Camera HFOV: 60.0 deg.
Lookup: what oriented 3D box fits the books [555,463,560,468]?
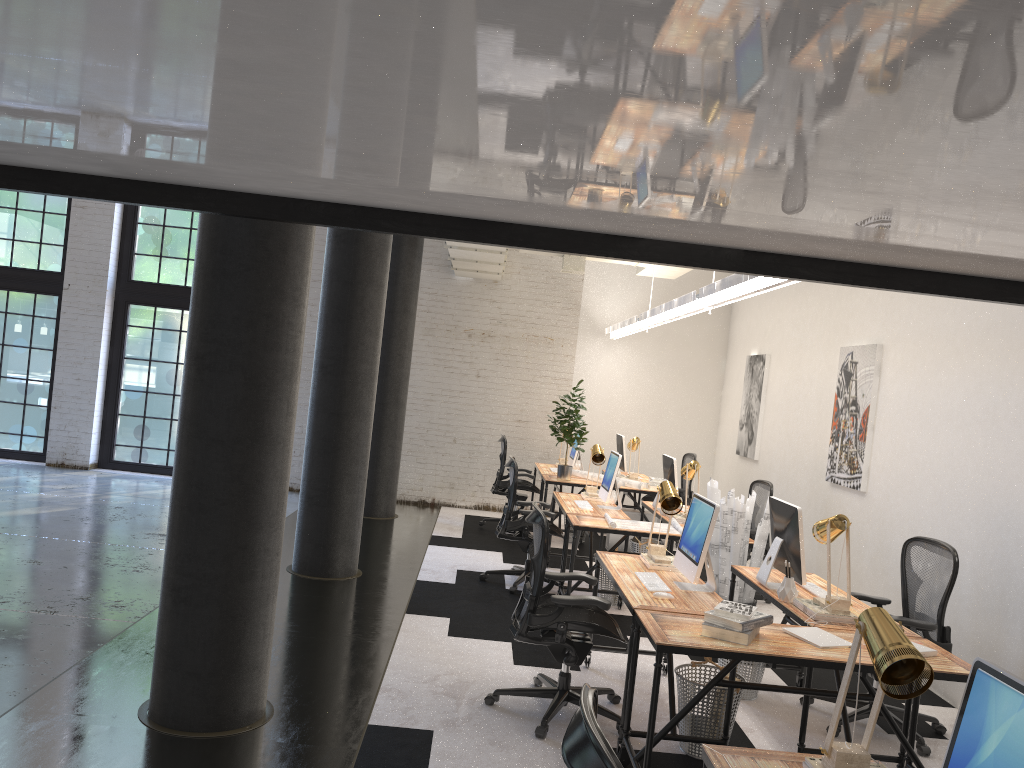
[{"bbox_3d":[0.654,1.001,10.822,0.225,0.038,0.308,6,0,-2],"label":"books"}]

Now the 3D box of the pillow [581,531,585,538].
[{"bbox_3d":[0.801,1.562,9.950,0.119,0.406,0.239,6,1,-1],"label":"pillow"}]

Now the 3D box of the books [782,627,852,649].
[{"bbox_3d":[1.353,1.119,3.913,0.205,0.019,0.243,6,0,-24],"label":"books"}]

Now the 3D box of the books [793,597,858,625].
[{"bbox_3d":[1.563,1.129,4.422,0.225,0.038,0.308,6,0,-2],"label":"books"}]

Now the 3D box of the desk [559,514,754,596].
[{"bbox_3d":[1.088,1.459,6.764,1.401,0.725,0.529,6,1,-2],"label":"desk"}]

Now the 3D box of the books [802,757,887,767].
[{"bbox_3d":[0.921,1.062,2.310,0.225,0.038,0.308,6,0,-2],"label":"books"}]

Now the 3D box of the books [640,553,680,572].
[{"bbox_3d":[0.893,1.056,5.249,0.225,0.038,0.308,6,0,-2],"label":"books"}]

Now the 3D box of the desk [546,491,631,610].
[{"bbox_3d":[0.631,1.408,7.725,0.529,0.724,1.400,6,0,-2],"label":"desk"}]

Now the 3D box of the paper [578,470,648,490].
[{"bbox_3d":[1.034,1.021,9.592,0.083,0.082,1.133,6,0,-37],"label":"paper"}]

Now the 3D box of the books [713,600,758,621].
[{"bbox_3d":[0.972,0.982,3.851,0.152,0.030,0.185,6,0,26],"label":"books"}]

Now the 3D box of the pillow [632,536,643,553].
[{"bbox_3d":[1.165,1.626,8.206,0.119,0.406,0.239,6,1,-1],"label":"pillow"}]

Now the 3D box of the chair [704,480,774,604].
[{"bbox_3d":[1.970,1.376,7.855,0.793,1.086,0.770,6,1,-18],"label":"chair"}]

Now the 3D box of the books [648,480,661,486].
[{"bbox_3d":[1.558,1.049,9.419,0.193,0.044,0.257,6,0,16],"label":"books"}]

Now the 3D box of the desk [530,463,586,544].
[{"bbox_3d":[0.527,1.372,10.404,0.529,0.724,1.400,6,0,-2],"label":"desk"}]

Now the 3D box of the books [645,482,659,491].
[{"bbox_3d":[1.531,1.094,9.404,0.200,0.050,0.271,6,0,-4],"label":"books"}]

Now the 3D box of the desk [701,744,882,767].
[{"bbox_3d":[0.794,1.433,1.893,0.529,0.724,1.400,6,0,-2],"label":"desk"}]

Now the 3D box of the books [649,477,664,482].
[{"bbox_3d":[1.546,1.016,9.419,0.153,0.030,0.185,6,0,-4],"label":"books"}]

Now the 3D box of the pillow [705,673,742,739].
[{"bbox_3d":[1.040,1.617,4.376,0.119,0.406,0.239,6,1,-1],"label":"pillow"}]

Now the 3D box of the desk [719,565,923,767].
[{"bbox_3d":[1.607,1.518,4.852,0.529,0.724,1.400,6,0,-2],"label":"desk"}]

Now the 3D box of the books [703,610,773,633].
[{"bbox_3d":[0.981,1.015,3.843,0.257,0.044,0.192,6,0,-44],"label":"books"}]

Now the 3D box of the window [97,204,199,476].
[{"bbox_3d":[-3.969,-1.280,11.751,2.491,5.180,0.137,6,1,-2],"label":"window"}]

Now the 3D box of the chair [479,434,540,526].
[{"bbox_3d":[0.068,1.144,10.289,0.793,1.086,0.770,6,1,-18],"label":"chair"}]

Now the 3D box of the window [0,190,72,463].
[{"bbox_3d":[-6.963,-1.606,11.651,2.491,5.180,0.137,6,1,-2],"label":"window"}]

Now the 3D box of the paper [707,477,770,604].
[{"bbox_3d":[1.546,1.272,6.226,0.412,1.198,0.440,6,1,-24],"label":"paper"}]

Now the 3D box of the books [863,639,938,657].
[{"bbox_3d":[1.698,1.154,3.882,0.235,0.024,0.200,6,0,-28],"label":"books"}]

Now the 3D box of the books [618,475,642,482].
[{"bbox_3d":[1.324,1.075,9.995,0.225,0.038,0.308,6,0,-2],"label":"books"}]

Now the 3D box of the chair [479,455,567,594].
[{"bbox_3d":[0.172,1.180,7.610,0.793,1.086,0.770,6,1,-18],"label":"chair"}]

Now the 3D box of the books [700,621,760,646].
[{"bbox_3d":[0.949,1.059,3.842,0.200,0.050,0.271,6,0,26],"label":"books"}]

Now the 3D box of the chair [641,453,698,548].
[{"bbox_3d":[1.866,1.339,10.535,0.793,1.086,0.770,6,1,-18],"label":"chair"}]

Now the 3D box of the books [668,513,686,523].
[{"bbox_3d":[1.429,1.111,7.315,0.225,0.038,0.308,6,0,-2],"label":"books"}]

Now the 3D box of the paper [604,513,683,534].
[{"bbox_3d":[1.009,1.063,6.784,0.626,0.061,0.567,6,0,-4],"label":"paper"}]

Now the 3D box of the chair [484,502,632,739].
[{"bbox_3d":[0.306,1.199,4.716,0.793,1.086,0.770,6,1,-18],"label":"chair"}]

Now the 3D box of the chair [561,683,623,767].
[{"bbox_3d":[0.335,1.205,1.778,0.793,1.086,0.770,6,1,-18],"label":"chair"}]

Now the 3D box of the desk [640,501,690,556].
[{"bbox_3d":[1.473,1.500,7.746,0.529,0.724,1.400,6,0,-2],"label":"desk"}]

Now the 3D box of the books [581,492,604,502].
[{"bbox_3d":[0.759,1.037,8.142,0.225,0.038,0.308,6,0,-2],"label":"books"}]

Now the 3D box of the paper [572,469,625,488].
[{"bbox_3d":[0.867,1.003,9.587,0.083,0.082,1.133,6,0,-27],"label":"paper"}]

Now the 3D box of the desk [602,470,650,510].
[{"bbox_3d":[1.368,1.463,10.425,0.529,0.724,1.400,6,0,-2],"label":"desk"}]

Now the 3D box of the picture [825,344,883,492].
[{"bbox_3d":[2.858,0.269,7.439,0.049,1.183,0.731,6,1,-2],"label":"picture"}]

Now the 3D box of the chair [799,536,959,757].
[{"bbox_3d":[2.105,1.394,4.961,0.793,1.086,0.770,6,1,-18],"label":"chair"}]

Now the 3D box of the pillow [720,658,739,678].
[{"bbox_3d":[1.299,1.644,5.312,0.119,0.406,0.239,6,1,-1],"label":"pillow"}]

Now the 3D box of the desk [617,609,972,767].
[{"bbox_3d":[1.222,1.477,3.870,1.401,0.725,0.529,6,1,-2],"label":"desk"}]

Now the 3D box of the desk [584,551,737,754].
[{"bbox_3d":[0.765,1.427,4.831,0.529,0.724,1.400,6,0,-2],"label":"desk"}]

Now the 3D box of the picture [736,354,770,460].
[{"bbox_3d":[2.772,0.256,10.222,0.049,1.183,0.731,6,1,-2],"label":"picture"}]

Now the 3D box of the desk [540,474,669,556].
[{"bbox_3d":[0.984,1.423,9.444,1.401,0.725,0.529,6,1,-2],"label":"desk"}]
